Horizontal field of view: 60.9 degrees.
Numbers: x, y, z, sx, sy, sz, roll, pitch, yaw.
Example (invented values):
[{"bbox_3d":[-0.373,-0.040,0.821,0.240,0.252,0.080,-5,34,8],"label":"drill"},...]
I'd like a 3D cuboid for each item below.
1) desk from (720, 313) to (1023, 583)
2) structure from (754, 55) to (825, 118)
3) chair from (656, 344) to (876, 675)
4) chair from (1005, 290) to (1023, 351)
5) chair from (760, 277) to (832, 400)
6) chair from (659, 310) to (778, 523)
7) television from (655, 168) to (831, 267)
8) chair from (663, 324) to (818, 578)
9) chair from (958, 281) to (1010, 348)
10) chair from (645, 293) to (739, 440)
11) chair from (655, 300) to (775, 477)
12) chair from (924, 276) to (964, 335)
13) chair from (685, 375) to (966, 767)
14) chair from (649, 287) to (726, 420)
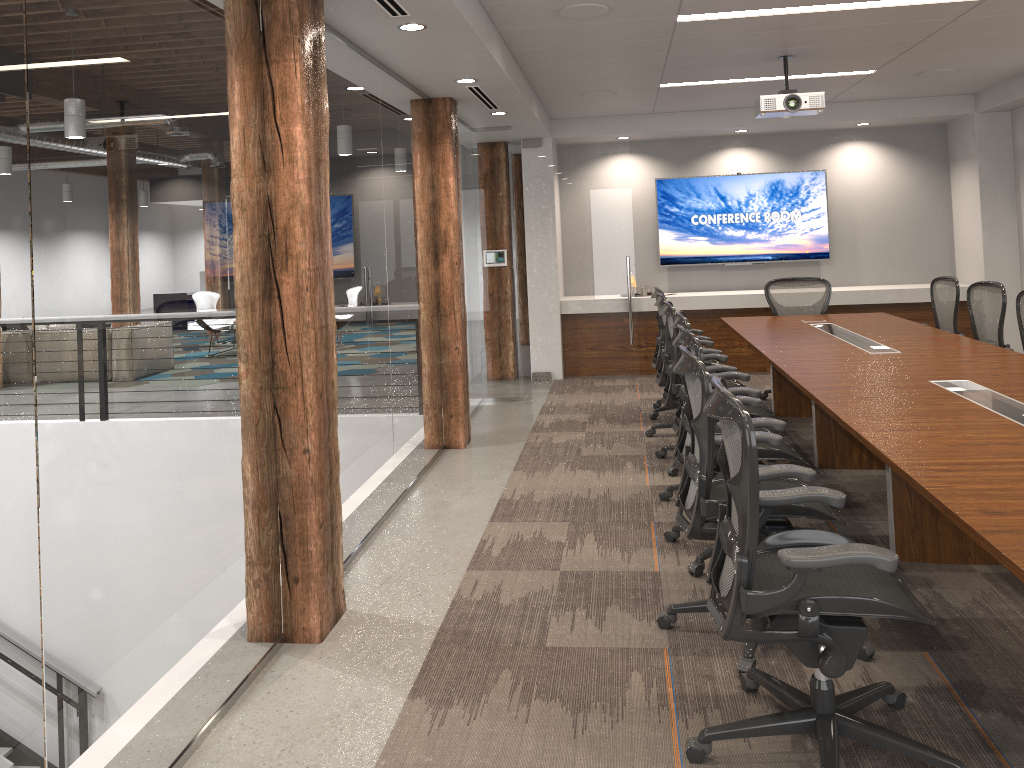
[{"bbox_3d":[2.208,0.276,4.743,1.402,0.748,6.119,-2,9,7],"label":"desk"},{"bbox_3d":[2.070,-2.236,6.532,0.460,0.455,0.320,-2,2,7],"label":"structure"},{"bbox_3d":[0.942,0.391,3.395,0.794,1.089,0.773,-3,2,-11],"label":"chair"},{"bbox_3d":[3.141,-0.051,5.493,0.793,1.089,0.773,-3,2,-7],"label":"chair"},{"bbox_3d":[2.622,-0.393,7.700,0.771,1.089,0.795,-3,2,-9],"label":"chair"},{"bbox_3d":[1.223,0.117,4.982,0.793,1.089,0.773,-3,2,-7],"label":"chair"},{"bbox_3d":[2.616,-1.910,9.928,1.906,1.108,0.065,-2,-1,7],"label":"television"},{"bbox_3d":[1.127,0.257,4.163,0.761,1.089,0.806,-3,2,-3],"label":"chair"},{"bbox_3d":[3.216,-0.193,6.333,0.760,1.089,0.806,-2,2,18],"label":"chair"},{"bbox_3d":[1.388,-0.155,6.588,0.793,1.089,0.773,-3,2,-9],"label":"chair"},{"bbox_3d":[1.337,-0.016,5.756,0.761,1.089,0.806,-3,2,0],"label":"chair"},{"bbox_3d":[3.311,-0.328,7.126,0.760,1.089,0.807,-2,2,9],"label":"chair"},{"bbox_3d":[0.878,0.528,2.586,0.795,1.089,0.772,-3,2,-19],"label":"chair"},{"bbox_3d":[1.529,-0.287,7.347,0.761,1.089,0.806,-2,2,13],"label":"chair"}]
